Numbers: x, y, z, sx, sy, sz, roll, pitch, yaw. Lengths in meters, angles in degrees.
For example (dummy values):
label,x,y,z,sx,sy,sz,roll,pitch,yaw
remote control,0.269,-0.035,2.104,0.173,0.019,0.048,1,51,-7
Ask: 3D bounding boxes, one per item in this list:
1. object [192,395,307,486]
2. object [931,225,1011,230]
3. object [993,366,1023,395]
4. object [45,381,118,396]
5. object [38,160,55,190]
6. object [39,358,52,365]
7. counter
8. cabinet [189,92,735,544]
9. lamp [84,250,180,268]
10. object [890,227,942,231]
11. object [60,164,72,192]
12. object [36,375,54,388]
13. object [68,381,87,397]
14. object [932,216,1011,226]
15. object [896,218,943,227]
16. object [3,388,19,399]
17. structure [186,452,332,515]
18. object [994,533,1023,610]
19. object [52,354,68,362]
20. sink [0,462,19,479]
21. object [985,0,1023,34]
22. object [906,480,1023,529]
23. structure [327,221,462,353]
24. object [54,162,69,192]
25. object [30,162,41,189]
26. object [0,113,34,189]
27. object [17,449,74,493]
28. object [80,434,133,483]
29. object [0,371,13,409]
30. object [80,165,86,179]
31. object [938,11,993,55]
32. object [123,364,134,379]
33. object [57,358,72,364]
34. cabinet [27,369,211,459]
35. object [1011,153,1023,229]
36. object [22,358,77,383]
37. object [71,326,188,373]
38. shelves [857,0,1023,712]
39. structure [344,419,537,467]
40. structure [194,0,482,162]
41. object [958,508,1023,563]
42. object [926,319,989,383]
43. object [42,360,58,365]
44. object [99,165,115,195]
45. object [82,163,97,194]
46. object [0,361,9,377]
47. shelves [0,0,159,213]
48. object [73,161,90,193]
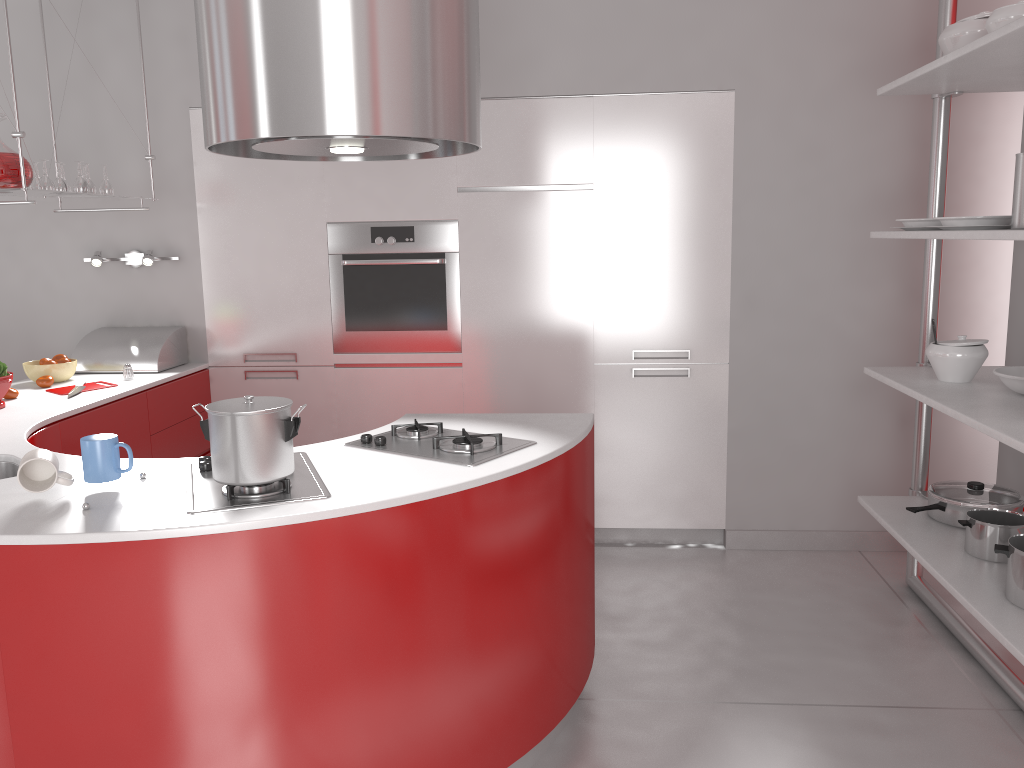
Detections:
label,x,y,z,sx,sy,sz,roll,pitch,yaw
object,-0.585,0.117,1.993,0.218,0.185,0.189,-7,11,-32
object,1.429,-0.481,2.734,0.280,0.015,0.280,5,11,34
object,1.641,0.000,2.746,0.272,0.072,0.272,-7,11,-31
object,-1.692,0.016,3.490,0.168,0.006,0.266,5,11,31
object,-1.844,-0.813,3.507,0.060,0.141,0.060,0,10,5
object,-1.927,-0.082,3.683,0.062,0.052,0.065,-3,10,-10
counter,-1.274,0.549,2.937,2.865,0.880,1.868,6,12,38
cabinet,-0.205,-0.286,4.328,2.398,2.026,0.614,0,10,5
lamp,-1.744,-0.566,4.024,0.454,0.081,0.155,0,10,5
object,1.475,-0.544,3.107,0.280,0.015,0.280,7,13,41
object,-1.869,-0.843,3.692,0.060,0.141,0.060,-4,10,-18
object,-1.864,-0.008,3.539,0.063,0.047,0.065,0,10,5
object,-1.679,0.018,3.435,0.041,0.008,0.375,-4,10,-18
object,1.429,-0.494,2.732,0.244,0.042,0.244,-3,10,-11
object,1.475,-0.558,3.105,0.244,0.042,0.244,-3,10,-11
object,-1.864,0.032,3.286,0.063,0.048,0.064,-4,10,-17
structure,-0.614,0.211,2.104,0.303,0.037,0.457,-5,10,-20
object,1.497,0.525,2.440,0.259,0.161,0.240,-3,10,-12
object,-1.905,-0.096,3.738,0.066,0.058,0.055,-3,10,-10
sink,-1.430,0.335,2.215,0.326,0.172,0.428,8,13,43
object,1.509,-1.053,2.627,0.192,0.153,0.192,2,10,18
object,1.603,0.415,3.176,0.407,0.130,0.308,1,10,12
structure,-0.534,-0.432,4.010,0.599,0.589,0.050,0,10,5
object,-1.837,-0.829,3.605,0.060,0.141,0.060,0,10,5
object,-1.921,-0.825,3.587,0.060,0.141,0.060,-4,10,-18
object,-1.814,-0.812,3.124,0.213,0.266,0.213,5,11,33
object,-1.052,0.193,2.003,0.109,0.080,0.100,-6,10,-25
object,-0.943,0.171,2.070,0.109,0.100,0.080,-5,10,-22
object,-1.858,0.030,3.082,0.228,0.118,0.229,-5,10,-23
object,-1.812,-0.857,3.769,0.060,0.141,0.060,0,10,5
object,1.533,-1.122,2.926,0.231,0.191,0.231,-10,13,-44
object,-1.604,-0.052,3.705,0.042,0.066,0.043,2,10,18
object,-1.866,-0.084,3.691,0.062,0.049,0.066,-1,10,2
cabinet,-1.210,0.473,3.193,1.025,0.761,1.875,-9,12,-39
object,1.472,-0.530,2.436,0.172,0.205,0.184,1,10,10
object,-1.910,-0.050,3.676,0.201,0.086,0.201,0,10,6
object,-1.728,-0.159,4.005,0.400,0.170,0.300,0,10,5
shelves,1.541,-0.316,2.578,0.535,2.599,1.735,0,10,5
structure,-0.198,0.148,2.433,0.457,0.037,0.303,6,12,34
structure,-0.403,-1.025,2.045,0.644,0.958,0.644,-6,11,-28
object,1.542,0.481,2.819,0.196,0.122,0.182,-8,12,-36
object,1.515,-0.116,3.021,0.192,0.214,0.192,-3,10,-8
object,-1.890,-0.073,3.630,0.062,0.049,0.066,1,10,13
object,-1.727,-0.859,3.772,0.060,0.141,0.060,0,10,5
object,-1.765,-0.845,3.691,0.060,0.141,0.060,0,10,5
object,-1.859,-0.021,3.063,0.193,0.182,0.198,1,10,10
shelves,-1.815,-1.183,3.355,0.462,1.023,0.934,0,10,5
object,-1.748,-0.829,3.593,0.060,0.141,0.060,0,10,5
